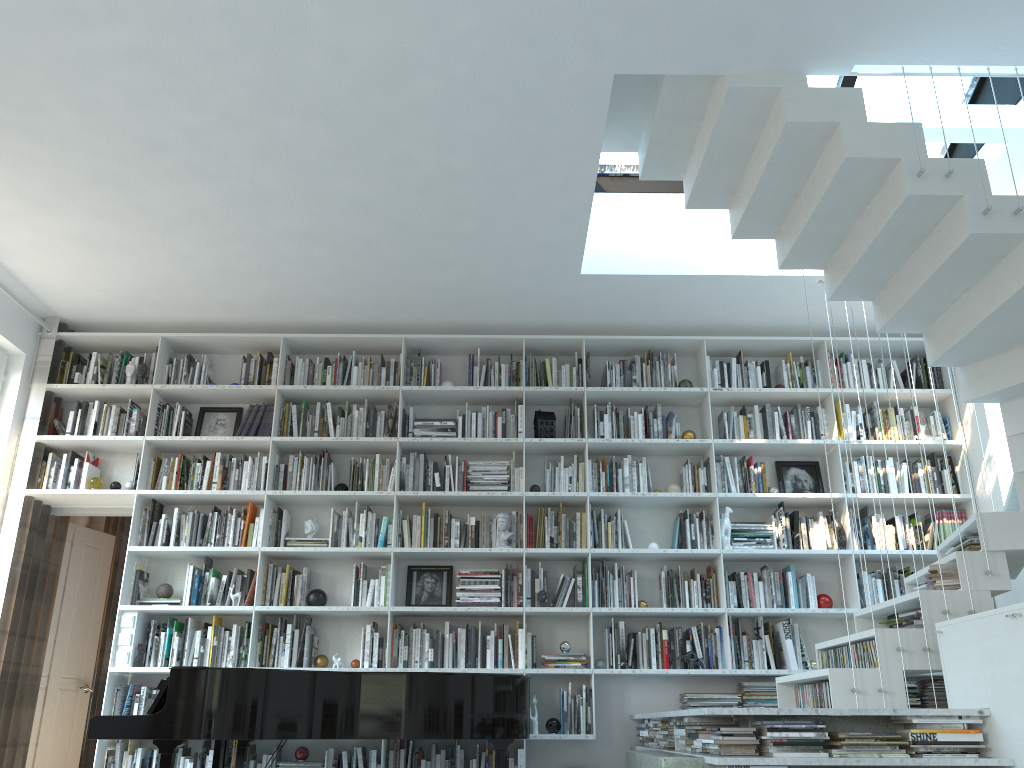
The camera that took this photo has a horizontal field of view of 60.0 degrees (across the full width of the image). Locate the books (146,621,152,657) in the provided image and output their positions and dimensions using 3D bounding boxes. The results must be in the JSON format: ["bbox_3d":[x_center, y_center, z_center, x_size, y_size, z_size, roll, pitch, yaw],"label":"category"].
[{"bbox_3d":[-2.281,1.660,5.627,0.016,0.288,0.153,0,-21,0],"label":"books"}]

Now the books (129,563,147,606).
[{"bbox_3d":[-2.427,1.320,5.755,0.012,0.284,0.160,0,-21,0],"label":"books"}]

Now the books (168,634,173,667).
[{"bbox_3d":[-2.137,1.699,5.618,0.016,0.210,0.146,0,-21,0],"label":"books"}]

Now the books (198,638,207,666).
[{"bbox_3d":[-1.925,1.704,5.589,0.029,0.181,0.191,0,-21,0],"label":"books"}]

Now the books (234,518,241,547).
[{"bbox_3d":[-1.800,1.012,5.876,0.021,0.220,0.149,0,-21,0],"label":"books"}]

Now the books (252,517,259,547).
[{"bbox_3d":[-1.681,1.009,5.872,0.031,0.222,0.145,0,-21,0],"label":"books"}]

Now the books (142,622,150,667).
[{"bbox_3d":[-2.293,1.662,5.628,0.008,0.284,0.160,0,-21,0],"label":"books"}]

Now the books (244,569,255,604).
[{"bbox_3d":[-1.696,1.337,5.746,0.021,0.250,0.155,0,-21,0],"label":"books"}]

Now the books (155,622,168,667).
[{"bbox_3d":[-2.207,1.660,5.613,0.008,0.278,0.165,0,-21,0],"label":"books"}]

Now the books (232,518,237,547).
[{"bbox_3d":[-1.816,1.011,5.872,0.012,0.216,0.161,0,-21,0],"label":"books"}]

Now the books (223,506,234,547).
[{"bbox_3d":[-1.881,0.974,5.896,0.011,0.303,0.130,0,-21,0],"label":"books"}]

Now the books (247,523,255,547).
[{"bbox_3d":[-1.711,1.027,5.864,0.030,0.182,0.152,0,-21,0],"label":"books"}]

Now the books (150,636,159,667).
[{"bbox_3d":[-2.220,1.694,5.578,0.019,0.188,0.194,0,-21,0],"label":"books"}]

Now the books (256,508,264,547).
[{"bbox_3d":[-1.652,0.982,5.888,0.027,0.284,0.148,0,-21,0],"label":"books"}]

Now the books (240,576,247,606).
[{"bbox_3d":[-1.720,1.356,5.735,0.027,0.209,0.144,0,-21,0],"label":"books"}]

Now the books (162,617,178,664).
[{"bbox_3d":[-2.170,1.645,5.622,0.006,0.313,0.146,0,-21,0],"label":"books"}]

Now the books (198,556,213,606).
[{"bbox_3d":[-1.991,1.299,5.766,0.011,0.334,0.154,0,-21,0],"label":"books"}]

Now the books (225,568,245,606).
[{"bbox_3d":[-1.794,1.333,5.741,0.060,0.254,0.159,0,-21,0],"label":"books"}]

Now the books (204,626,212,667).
[{"bbox_3d":[-1.897,1.674,5.612,0.026,0.253,0.177,0,-21,0],"label":"books"}]

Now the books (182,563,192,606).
[{"bbox_3d":[-2.087,1.318,5.746,0.012,0.284,0.160,0,-21,0],"label":"books"}]

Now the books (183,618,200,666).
[{"bbox_3d":[-2.031,1.649,5.619,0.012,0.305,0.190,0,-21,0],"label":"books"}]

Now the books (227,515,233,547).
[{"bbox_3d":[-1.851,1.005,5.890,0.028,0.241,0.132,0,-21,0],"label":"books"}]

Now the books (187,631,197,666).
[{"bbox_3d":[-2.003,1.691,5.623,0.045,0.229,0.138,0,-21,0],"label":"books"}]

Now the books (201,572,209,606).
[{"bbox_3d":[-1.971,1.350,5.753,0.030,0.230,0.148,0,-21,0],"label":"books"}]

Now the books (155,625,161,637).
[{"bbox_3d":[-2.233,1.665,5.606,0.007,0.263,0.177,0,-21,0],"label":"books"}]

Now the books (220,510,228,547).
[{"bbox_3d":[-1.892,0.983,5.876,0.012,0.271,0.146,0,-21,0],"label":"books"}]

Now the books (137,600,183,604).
[{"bbox_3d":[-2.243,1.411,5.712,0.285,0.012,0.160,-1,-21,3],"label":"books"}]

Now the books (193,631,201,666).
[{"bbox_3d":[-1.967,1.685,5.607,0.027,0.229,0.159,0,-21,0],"label":"books"}]

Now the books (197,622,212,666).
[{"bbox_3d":[-1.946,1.660,5.615,0.014,0.281,0.151,0,-21,0],"label":"books"}]

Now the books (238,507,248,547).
[{"bbox_3d":[-1.782,0.980,5.893,0.015,0.291,0.144,0,-21,0],"label":"books"}]

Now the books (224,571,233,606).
[{"bbox_3d":[-1.830,1.344,5.751,0.013,0.241,0.142,0,-21,0],"label":"books"}]

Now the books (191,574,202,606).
[{"bbox_3d":[-2.011,1.346,5.712,0.029,0.207,0.190,0,-21,0],"label":"books"}]

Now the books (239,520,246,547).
[{"bbox_3d":[-1.768,1.016,5.864,0.013,0.202,0.162,0,-21,0],"label":"books"}]

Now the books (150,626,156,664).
[{"bbox_3d":[-2.248,1.675,5.623,0.022,0.256,0.142,0,-21,0],"label":"books"}]

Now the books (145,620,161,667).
[{"bbox_3d":[-2.266,1.655,5.621,0.014,0.293,0.172,0,-21,0],"label":"books"}]

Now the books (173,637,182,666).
[{"bbox_3d":[-2.089,1.699,5.587,0.016,0.188,0.184,0,-21,0],"label":"books"}]

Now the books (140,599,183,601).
[{"bbox_3d":[-2.243,1.402,5.723,0.254,0.012,0.161,0,-21,1],"label":"books"}]

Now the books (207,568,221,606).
[{"bbox_3d":[-1.928,1.332,5.733,0.011,0.249,0.172,0,-21,0],"label":"books"}]

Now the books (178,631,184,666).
[{"bbox_3d":[-2.073,1.692,5.626,0.016,0.229,0.137,0,-21,0],"label":"books"}]

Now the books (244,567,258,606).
[{"bbox_3d":[-1.644,1.312,5.714,0.082,0.275,0.229,0,-21,0],"label":"books"}]

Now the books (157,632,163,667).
[{"bbox_3d":[-2.196,1.691,5.608,0.015,0.217,0.177,0,-21,0],"label":"books"}]

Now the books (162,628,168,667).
[{"bbox_3d":[-2.160,1.677,5.607,0.014,0.242,0.171,0,-21,0],"label":"books"}]

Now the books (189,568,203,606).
[{"bbox_3d":[-2.042,1.335,5.747,0.031,0.254,0.144,0,-21,0],"label":"books"}]

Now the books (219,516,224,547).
[{"bbox_3d":[-1.904,1.006,5.872,0.013,0.227,0.152,0,-21,0],"label":"books"}]

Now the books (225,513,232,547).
[{"bbox_3d":[-1.870,0.997,5.882,0.011,0.250,0.140,0,-21,0],"label":"books"}]

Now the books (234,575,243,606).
[{"bbox_3d":[-1.748,1.353,5.726,0.030,0.207,0.173,0,-21,0],"label":"books"}]

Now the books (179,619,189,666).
[{"bbox_3d":[-2.046,1.647,5.606,0.019,0.299,0.180,0,-21,0],"label":"books"}]

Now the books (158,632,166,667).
[{"bbox_3d":[-2.181,1.687,5.596,0.015,0.216,0.181,0,-21,0],"label":"books"}]

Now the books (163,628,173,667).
[{"bbox_3d":[-2.148,1.672,5.595,0.009,0.243,0.185,0,-21,0],"label":"books"}]

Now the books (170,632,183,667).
[{"bbox_3d":[-2.105,1.686,5.596,0.015,0.218,0.191,0,-21,0],"label":"books"}]

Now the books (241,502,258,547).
[{"bbox_3d":[-1.744,0.959,5.886,0.035,0.324,0.170,0,-21,0],"label":"books"}]

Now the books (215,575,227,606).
[{"bbox_3d":[-1.865,1.357,5.747,0.056,0.213,0.143,0,-21,0],"label":"books"}]

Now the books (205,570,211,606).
[{"bbox_3d":[-1.944,1.340,5.750,0.022,0.248,0.129,0,-21,0],"label":"books"}]

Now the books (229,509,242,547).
[{"bbox_3d":[-1.829,0.979,5.869,0.015,0.274,0.158,0,-21,0],"label":"books"}]

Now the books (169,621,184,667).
[{"bbox_3d":[-2.116,1.652,5.602,0.007,0.285,0.183,0,-21,0],"label":"books"}]

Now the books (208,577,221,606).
[{"bbox_3d":[-1.908,1.356,5.711,0.029,0.189,0.189,0,-21,0],"label":"books"}]

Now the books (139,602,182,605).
[{"bbox_3d":[-2.243,1.423,5.710,0.254,0.012,0.161,1,-21,-3],"label":"books"}]

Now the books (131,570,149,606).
[{"bbox_3d":[-2.407,1.336,5.738,0.028,0.242,0.157,0,-21,0],"label":"books"}]

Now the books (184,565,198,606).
[{"bbox_3d":[-2.069,1.324,5.743,0.024,0.272,0.151,0,-21,0],"label":"books"}]

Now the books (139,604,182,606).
[{"bbox_3d":[-2.243,1.436,5.710,0.254,0.012,0.161,0,-21,1],"label":"books"}]
